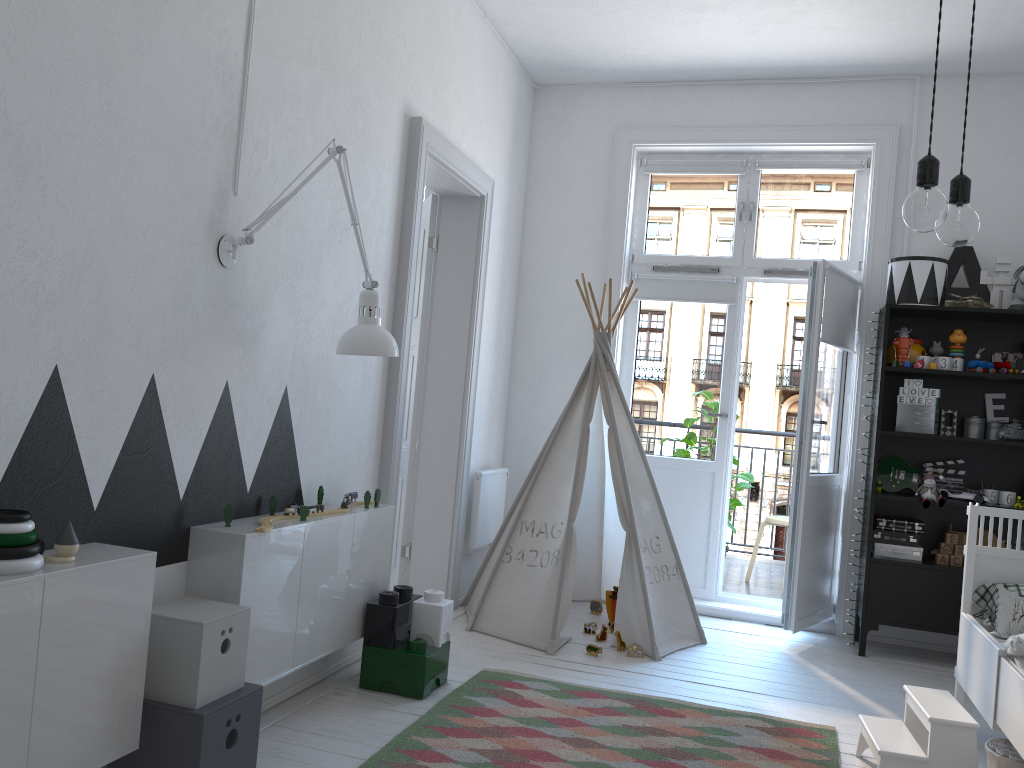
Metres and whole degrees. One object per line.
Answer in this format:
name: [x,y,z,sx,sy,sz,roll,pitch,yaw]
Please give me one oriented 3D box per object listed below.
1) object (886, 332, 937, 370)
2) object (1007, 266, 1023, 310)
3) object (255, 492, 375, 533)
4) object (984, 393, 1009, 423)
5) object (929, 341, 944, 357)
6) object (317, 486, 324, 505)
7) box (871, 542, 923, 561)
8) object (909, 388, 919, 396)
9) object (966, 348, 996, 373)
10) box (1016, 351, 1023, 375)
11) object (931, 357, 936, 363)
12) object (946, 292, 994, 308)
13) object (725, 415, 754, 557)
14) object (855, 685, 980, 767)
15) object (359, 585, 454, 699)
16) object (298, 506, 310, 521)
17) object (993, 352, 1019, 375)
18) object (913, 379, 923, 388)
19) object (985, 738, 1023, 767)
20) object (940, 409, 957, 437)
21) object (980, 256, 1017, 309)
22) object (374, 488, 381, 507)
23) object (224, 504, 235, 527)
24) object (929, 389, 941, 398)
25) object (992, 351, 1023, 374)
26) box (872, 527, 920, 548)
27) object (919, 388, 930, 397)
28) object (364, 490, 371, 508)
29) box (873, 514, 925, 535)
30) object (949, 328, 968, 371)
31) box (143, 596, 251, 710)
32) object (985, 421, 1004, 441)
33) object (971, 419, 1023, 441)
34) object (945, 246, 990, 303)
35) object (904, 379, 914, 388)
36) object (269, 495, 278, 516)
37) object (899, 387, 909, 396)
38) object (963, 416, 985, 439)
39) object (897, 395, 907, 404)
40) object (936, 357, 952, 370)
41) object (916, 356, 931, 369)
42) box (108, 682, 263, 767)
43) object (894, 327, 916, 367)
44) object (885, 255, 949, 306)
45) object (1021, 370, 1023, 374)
object: [1.949,-0.163,4.343,0.197,0.197,0.318,5,-1,13]
object: [2.423,-0.453,4.152,0.154,0.253,0.370,4,-1,25]
object: [-0.644,0.403,2.897,0.111,0.047,0.902,5,-2,12]
object: [2.376,0.119,4.348,0.107,0.151,0.055,5,-1,17]
object: [2.093,-0.132,4.377,0.063,0.160,0.063,5,-1,-4]
object: [-0.656,0.388,3.036,0.009,0.081,0.037,5,-1,11]
box: [1.881,0.811,4.340,0.215,0.062,0.179,4,-2,17]
object: [1.928,0.039,4.248,0.040,0.040,0.040,4,-2,37]
object: [2.228,-0.108,4.207,0.121,0.126,0.087,5,-1,-6]
box: [2.553,-0.112,4.205,0.251,0.189,0.179,5,-1,17]
object: [2.038,-0.093,4.285,0.067,0.067,0.067,5,-1,-9]
object: [2.176,-0.399,4.238,0.338,0.100,0.121,6,-2,-38]
object: [1.307,0.661,5.977,0.720,1.225,0.489,4,-1,27]
object: [1.236,1.089,2.707,0.288,0.245,0.332,5,-1,12]
object: [-0.374,0.914,3.197,0.246,0.331,0.247,5,-1,17]
object: [-0.642,0.399,2.738,0.006,0.046,0.037,4,-2,44]
object: [2.345,-0.097,4.215,0.087,0.112,0.122,5,-1,-12]
object: [1.943,0.000,4.241,0.040,0.040,0.040,4,-1,27]
object: [1.528,1.162,2.645,0.215,0.148,0.240,4,-2,24]
object: [2.166,0.194,4.399,0.070,0.134,0.028,5,-1,17]
object: [2.392,-0.473,4.335,0.190,0.290,0.065,4,-1,22]
object: [-0.491,0.415,3.234,0.009,0.066,0.054,5,-1,8]
object: [-0.798,0.370,2.499,0.029,0.063,0.007,5,-1,-20]
object: [2.004,0.044,4.200,0.040,0.040,0.040,4,-2,42]
object: [2.531,-0.084,4.321,0.347,0.131,0.037,4,-1,17]
box: [1.868,0.749,4.347,0.215,0.062,0.179,4,-2,17]
object: [1.966,0.042,4.224,0.040,0.040,0.040,6,-2,-43]
object: [-0.517,0.413,3.171,0.007,0.063,0.029,4,-2,44]
box: [1.892,0.689,4.344,0.215,0.062,0.179,4,-2,17]
object: [2.128,-0.160,4.240,0.077,0.213,0.077,6,-1,-39]
box: [-0.808,0.667,2.228,0.202,0.205,0.199,5,-1,17]
object: [2.328,0.224,4.226,0.078,0.091,0.246,5,-1,12]
object: [2.369,0.220,4.179,0.367,0.106,0.349,4,-2,19]
object: [2.238,-0.511,4.416,0.343,0.344,0.057,5,-1,17]
object: [1.907,-0.003,4.264,0.040,0.040,0.040,4,-1,22]
object: [-0.752,0.382,2.791,0.029,0.063,0.007,5,-1,-20]
object: [1.889,0.037,4.272,0.040,0.040,0.040,4,-1,27]
object: [2.259,0.212,4.335,0.095,0.110,0.095,4,-1,22]
object: [1.881,0.076,4.274,0.040,0.040,0.040,4,-2,32]
object: [2.053,-0.093,4.218,0.067,0.067,0.067,5,-1,18]
object: [1.975,-0.099,4.258,0.067,0.067,0.067,5,-1,18]
box: [-0.816,0.900,2.229,0.254,0.259,0.251,5,-1,17]
object: [1.897,-0.174,4.286,0.105,0.203,0.072,4,-1,25]
object: [2.030,-0.487,4.400,0.395,0.259,0.272,6,-2,-44]
object: [2.472,-0.051,4.081,0.230,0.048,0.098,5,-1,7]
